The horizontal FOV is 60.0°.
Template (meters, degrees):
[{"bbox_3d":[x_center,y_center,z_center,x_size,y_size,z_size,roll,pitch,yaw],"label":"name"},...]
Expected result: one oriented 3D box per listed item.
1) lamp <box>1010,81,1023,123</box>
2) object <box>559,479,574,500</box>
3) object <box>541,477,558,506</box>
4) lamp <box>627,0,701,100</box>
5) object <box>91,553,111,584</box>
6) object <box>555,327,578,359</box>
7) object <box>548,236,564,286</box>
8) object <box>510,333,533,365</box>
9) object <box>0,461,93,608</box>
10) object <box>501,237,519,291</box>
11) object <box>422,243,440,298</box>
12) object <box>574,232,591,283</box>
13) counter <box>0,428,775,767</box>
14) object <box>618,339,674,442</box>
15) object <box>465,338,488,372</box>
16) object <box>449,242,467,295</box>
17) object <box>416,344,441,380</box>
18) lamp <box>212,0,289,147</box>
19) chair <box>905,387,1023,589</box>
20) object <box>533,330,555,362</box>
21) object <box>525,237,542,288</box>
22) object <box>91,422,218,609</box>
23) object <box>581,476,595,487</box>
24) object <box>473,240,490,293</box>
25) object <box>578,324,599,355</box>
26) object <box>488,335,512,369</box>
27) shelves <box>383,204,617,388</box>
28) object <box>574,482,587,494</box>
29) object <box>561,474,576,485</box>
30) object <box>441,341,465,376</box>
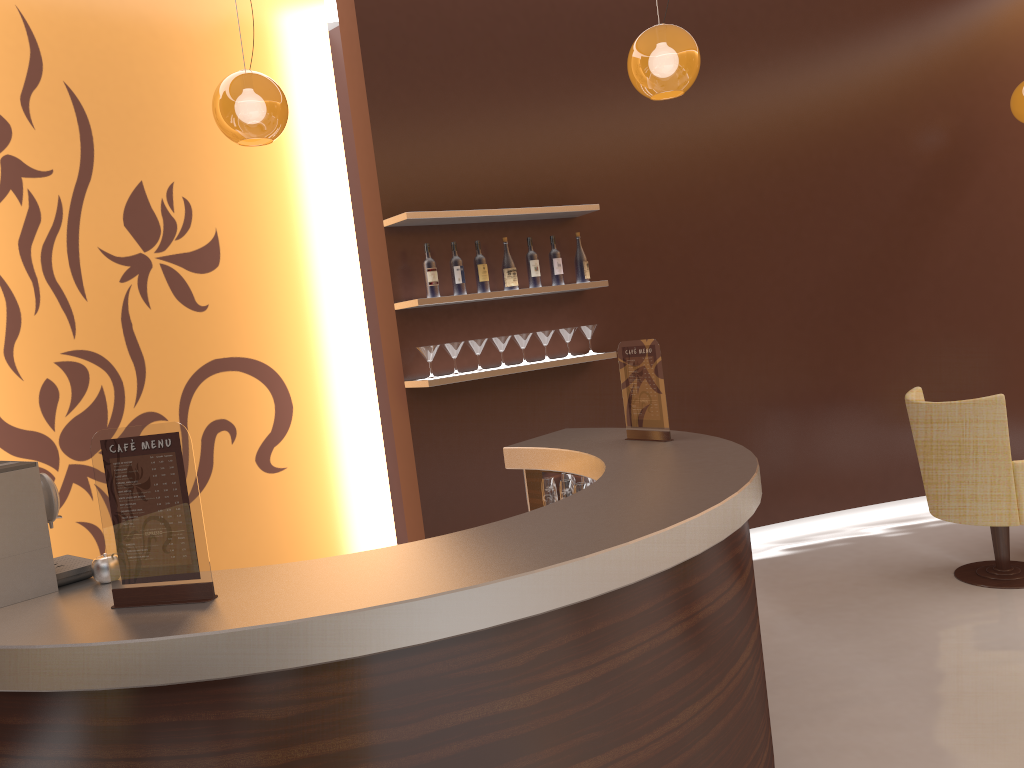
[{"bbox_3d":[3.232,-2.396,5.545,0.299,1.500,0.299,-7,4,-3],"label":"lamp"},{"bbox_3d":[0.235,0.475,3.717,0.067,0.148,0.067,-7,4,2],"label":"object"},{"bbox_3d":[0.162,0.478,3.822,0.067,0.148,0.067,-6,4,23],"label":"object"},{"bbox_3d":[0.551,-1.937,3.626,0.299,1.500,0.299,-6,4,15],"label":"lamp"},{"bbox_3d":[-1.063,0.481,2.328,0.075,0.077,0.075,-10,4,-34],"label":"object"},{"bbox_3d":[0.330,-0.242,5.229,0.137,0.174,0.137,-6,4,22],"label":"object"},{"bbox_3d":[0.254,-0.717,5.182,0.073,0.297,0.073,-4,5,35],"label":"object"},{"bbox_3d":[0.064,-0.199,5.075,0.137,0.174,0.137,-9,4,-27],"label":"object"},{"bbox_3d":[-1.334,0.382,2.329,0.270,0.340,0.373,-4,5,42],"label":"object"},{"bbox_3d":[-0.022,-0.678,5.028,0.086,0.303,0.086,-8,4,-19],"label":"object"},{"bbox_3d":[-0.437,-0.602,4.735,0.073,0.297,0.073,-4,5,35],"label":"object"},{"bbox_3d":[0.407,-0.747,5.265,0.086,0.303,0.086,-6,4,12],"label":"object"},{"bbox_3d":[-0.046,0.916,2.823,1.586,1.100,2.917,-4,5,42],"label":"counter"},{"bbox_3d":[0.538,0.025,3.643,0.052,0.414,0.258,-10,4,-34],"label":"object"},{"bbox_3d":[-0.187,-0.159,4.915,0.137,0.174,0.137,-9,4,-27],"label":"object"},{"bbox_3d":[-0.300,-0.626,4.834,0.073,0.297,0.073,-4,5,35],"label":"object"},{"bbox_3d":[-0.439,-0.116,4.738,0.137,0.174,0.137,-10,5,-38],"label":"object"},{"bbox_3d":[-1.134,-1.723,3.551,0.299,1.500,0.299,-6,4,15],"label":"lamp"},{"bbox_3d":[2.508,0.519,4.678,0.685,1.017,0.729,-7,4,-6],"label":"chair"},{"bbox_3d":[0.195,-0.220,5.153,0.137,0.174,0.137,-9,4,-27],"label":"object"},{"bbox_3d":[0.118,-0.695,5.103,0.073,0.297,0.073,-4,5,35],"label":"object"},{"bbox_3d":[-0.831,0.300,2.042,0.258,0.414,0.052,-6,4,11],"label":"object"},{"bbox_3d":[0.329,0.460,3.778,0.067,0.148,0.067,-7,4,2],"label":"object"},{"bbox_3d":[-0.174,-0.647,4.923,0.073,0.297,0.073,-7,4,-5],"label":"object"},{"bbox_3d":[0.464,-0.264,5.305,0.137,0.174,0.137,-9,4,-27],"label":"object"},{"bbox_3d":[-0.058,-0.179,4.995,0.137,0.174,0.137,-9,4,-27],"label":"object"},{"bbox_3d":[-1.230,-0.287,3.775,0.586,0.902,4.744,-3,5,45],"label":"shelves"},{"bbox_3d":[0.285,0.477,3.601,0.067,0.148,0.067,-7,4,5],"label":"object"},{"bbox_3d":[0.251,0.462,3.891,0.067,0.148,0.067,-7,4,-3],"label":"object"},{"bbox_3d":[-0.313,-0.137,4.826,0.137,0.174,0.137,-10,5,-38],"label":"object"}]
